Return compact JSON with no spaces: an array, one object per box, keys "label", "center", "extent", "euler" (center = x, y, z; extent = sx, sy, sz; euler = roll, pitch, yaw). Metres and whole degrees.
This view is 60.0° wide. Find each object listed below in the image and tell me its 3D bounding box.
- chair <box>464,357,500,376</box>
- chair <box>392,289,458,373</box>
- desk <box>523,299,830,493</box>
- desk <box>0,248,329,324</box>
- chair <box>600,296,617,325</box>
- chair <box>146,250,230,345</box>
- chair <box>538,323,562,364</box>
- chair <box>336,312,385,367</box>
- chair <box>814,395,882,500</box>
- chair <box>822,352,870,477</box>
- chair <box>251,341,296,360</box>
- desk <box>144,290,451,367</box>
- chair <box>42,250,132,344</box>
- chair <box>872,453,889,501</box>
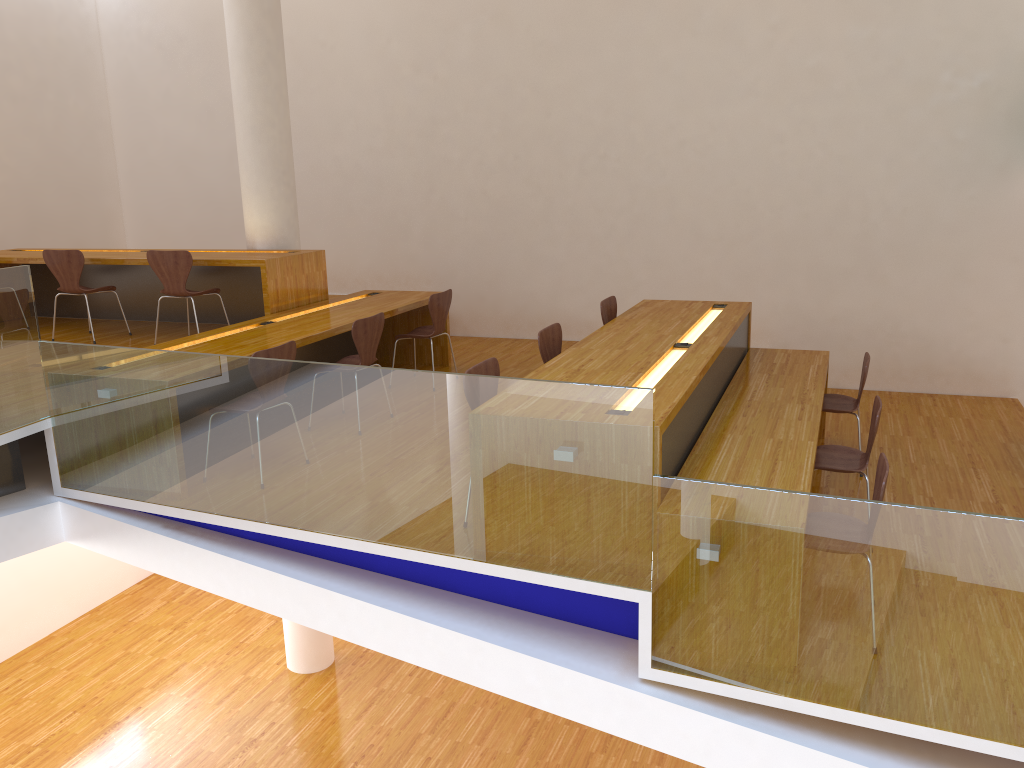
[{"label":"chair","center":[0.028,0.257,3.981],"extent":[0.381,0.693,0.428],"euler":[3,14,20]},{"label":"chair","center":[-0.663,-0.345,6.581],"extent":[0.381,0.693,0.428],"euler":[3,14,20]},{"label":"desk","center":[0.995,0.239,4.820],"extent":[1.285,0.918,3.236],"euler":[3,14,20]},{"label":"desk","center":[-3.054,-0.743,7.108],"extent":[3.185,0.606,0.760],"euler":[3,14,20]},{"label":"chair","center":[0.800,-0.216,5.866],"extent":[0.381,0.693,0.428],"euler":[3,14,20]},{"label":"chair","center":[-2.318,-0.630,6.383],"extent":[0.428,0.693,0.381],"euler":[3,14,20]},{"label":"chair","center":[0.370,0.036,4.863],"extent":[0.381,0.693,0.428],"euler":[3,14,20]},{"label":"chair","center":[-1.021,-0.089,5.552],"extent":[0.381,0.693,0.428],"euler":[3,14,20]},{"label":"chair","center":[1.636,0.419,4.468],"extent":[0.381,0.693,0.428],"euler":[3,14,20]},{"label":"chair","center":[1.994,0.162,5.497],"extent":[0.381,0.693,0.428],"euler":[3,14,20]},{"label":"chair","center":[-1.363,0.132,4.670],"extent":[0.381,0.693,0.428],"euler":[3,14,20]},{"label":"desk","center":[-1.420,-0.106,5.879],"extent":[0.760,0.606,3.185],"euler":[3,14,20]},{"label":"chair","center":[-3.227,-0.685,6.721],"extent":[0.428,0.693,0.381],"euler":[3,14,20]},{"label":"chair","center":[1.294,0.639,3.586],"extent":[0.381,0.693,0.428],"euler":[3,14,20]}]
